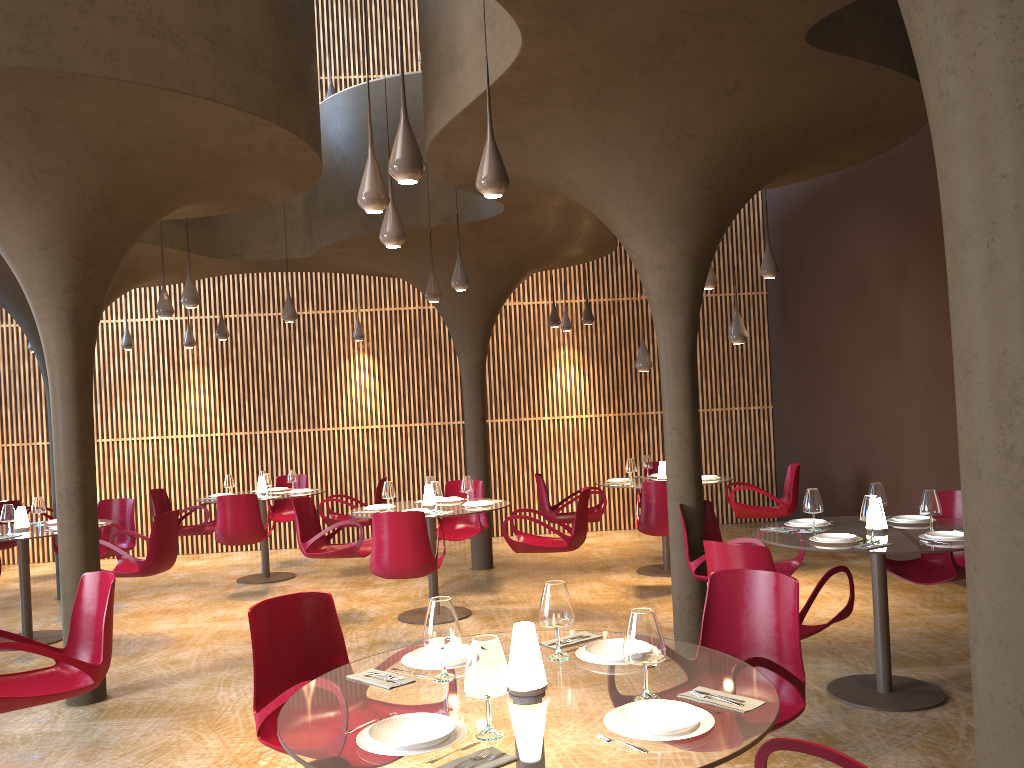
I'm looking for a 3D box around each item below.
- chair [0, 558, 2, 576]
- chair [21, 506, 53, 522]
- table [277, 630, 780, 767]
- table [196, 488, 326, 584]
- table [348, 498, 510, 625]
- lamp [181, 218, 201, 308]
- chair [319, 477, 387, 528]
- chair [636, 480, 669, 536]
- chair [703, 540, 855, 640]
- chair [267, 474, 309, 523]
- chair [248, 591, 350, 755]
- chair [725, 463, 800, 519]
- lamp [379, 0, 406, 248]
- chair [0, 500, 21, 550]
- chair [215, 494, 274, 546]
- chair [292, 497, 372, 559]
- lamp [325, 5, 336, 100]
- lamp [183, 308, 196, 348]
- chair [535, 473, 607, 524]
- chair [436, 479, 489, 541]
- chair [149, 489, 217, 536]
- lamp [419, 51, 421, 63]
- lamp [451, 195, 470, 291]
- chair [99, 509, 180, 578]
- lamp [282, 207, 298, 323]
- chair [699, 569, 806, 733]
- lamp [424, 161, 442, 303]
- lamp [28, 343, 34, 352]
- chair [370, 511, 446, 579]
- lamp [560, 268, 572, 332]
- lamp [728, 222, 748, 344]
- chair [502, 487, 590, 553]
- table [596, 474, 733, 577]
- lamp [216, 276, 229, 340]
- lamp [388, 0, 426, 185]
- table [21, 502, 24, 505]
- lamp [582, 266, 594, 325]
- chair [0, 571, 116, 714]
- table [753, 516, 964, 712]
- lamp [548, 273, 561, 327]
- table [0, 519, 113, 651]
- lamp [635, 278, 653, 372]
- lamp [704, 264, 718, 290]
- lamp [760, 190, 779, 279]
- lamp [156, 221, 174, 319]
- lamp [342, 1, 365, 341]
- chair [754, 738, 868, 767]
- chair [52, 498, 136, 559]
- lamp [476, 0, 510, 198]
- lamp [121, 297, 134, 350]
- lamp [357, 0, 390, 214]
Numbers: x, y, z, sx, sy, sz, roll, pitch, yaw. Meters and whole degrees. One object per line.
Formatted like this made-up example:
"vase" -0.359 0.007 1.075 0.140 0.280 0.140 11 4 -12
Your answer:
"chair" -5.060 1.622 7.813 0.625 0.636 0.873 -3 -1 2
"chair" -6.773 1.850 12.919 0.625 0.636 0.872 -3 -1 37
"table" 0.080 1.625 3.062 1.671 1.130 1.673 -2 -2 -42
"table" -3.311 2.039 11.849 1.672 1.130 1.672 -3 -1 6
"table" -0.828 1.843 9.204 1.673 1.130 1.672 -3 -1 16
"lamp" -3.502 -3.930 9.249 0.196 6.276 0.196 -3 0 32
"chair" -2.097 1.590 11.865 0.872 0.636 0.625 -3 -1 -3
"chair" 1.676 1.345 9.784 0.625 0.636 0.873 -3 -1 8
"chair" 1.582 1.227 5.402 0.872 0.636 0.625 -2 -1 -41
"chair" -3.300 1.682 13.047 0.625 0.636 0.873 -3 -1 -3
"chair" -0.764 1.301 3.931 0.873 0.636 0.624 -4 -1 42
"chair" 3.058 1.304 10.753 0.873 0.636 0.625 -3 -1 8
"lamp" -1.018 -4.131 6.455 0.196 6.276 0.196 -3 0 32
"chair" -6.610 1.795 11.239 0.873 0.636 0.624 -4 -1 37
"chair" -3.243 1.614 10.693 0.625 0.636 0.873 -3 -1 -8
"chair" -1.861 1.507 9.320 0.873 0.636 0.625 -3 -1 12
"lamp" -2.694 -5.529 12.927 0.196 2.961 0.196 -3 0 -18
"lamp" -5.277 -3.707 14.096 0.196 6.276 0.196 -3 0 22
"chair" 0.735 1.429 11.127 0.872 0.636 0.625 -3 -1 3
"chair" -0.609 1.475 10.379 0.625 0.636 0.873 -3 -1 7
"chair" -4.349 1.699 11.787 0.872 0.636 0.625 -3 -1 2
"lamp" -1.368 -5.947 13.421 0.196 2.224 0.196 -3 0 -28
"lamp" -0.670 -4.078 8.953 0.196 6.276 0.196 -3 0 32
"chair" -3.727 1.583 8.767 0.873 0.636 0.625 -3 -1 7
"lamp" -2.936 -3.906 11.106 0.196 6.276 0.196 -3 0 12
"chair" 0.922 1.219 3.947 0.625 0.636 0.872 -4 -1 42
"lamp" -1.019 -4.038 9.785 0.196 6.276 0.196 -3 0 32
"lamp" -7.404 -3.619 13.480 0.196 6.276 0.196 -3 0 -18
"chair" -0.962 1.427 8.050 0.625 0.636 0.873 -3 -1 2
"lamp" 0.732 -3.994 14.433 0.196 6.276 0.196 -3 0 22
"lamp" 2.185 -3.549 9.168 0.196 6.276 0.196 -3 0 42
"chair" 0.371 1.388 9.005 0.873 0.636 0.625 -3 -1 7
"table" 1.906 1.758 11.001 1.673 1.130 1.672 -3 -1 17
"lamp" -4.399 -3.780 13.010 0.196 6.276 0.196 -3 0 12
"lamp" -0.704 -4.197 4.672 0.196 6.276 0.196 -3 0 -18
"table" -7.546 2.253 12.021 1.673 1.130 1.671 -4 -1 39
"lamp" 1.000 -4.035 13.442 0.196 6.276 0.196 -3 0 12
"chair" -2.623 1.419 4.853 0.625 0.636 0.872 -4 -1 45
"table" 2.568 1.590 6.170 1.671 1.130 1.673 -2 -1 -35
"lamp" 0.505 -4.006 13.596 0.196 6.276 0.196 -3 0 12
"table" -4.926 2.038 8.966 1.673 1.130 1.672 -3 -1 16
"lamp" 1.342 -3.274 10.035 0.196 6.276 0.196 -3 0 42
"lamp" 2.025 -4.187 9.815 0.196 6.276 0.196 -3 0 42
"lamp" 2.515 -4.229 9.181 0.196 6.276 0.196 -3 0 42
"lamp" -4.072 -3.880 10.025 0.196 6.276 0.196 -3 0 32
"lamp" -2.622 -3.832 14.304 0.196 6.276 0.196 -3 0 12
"chair" 0.939 1.172 2.306 0.873 0.636 0.624 -4 -1 37
"chair" -4.707 1.670 10.141 0.625 0.636 0.873 -3 -1 7
"lamp" -0.261 -4.207 5.070 0.196 6.276 0.196 -3 0 -18
"lamp" -6.166 -3.669 13.875 0.196 6.276 0.196 -3 0 12
"lamp" -0.979 -4.165 5.316 0.196 6.276 0.196 -3 0 22
